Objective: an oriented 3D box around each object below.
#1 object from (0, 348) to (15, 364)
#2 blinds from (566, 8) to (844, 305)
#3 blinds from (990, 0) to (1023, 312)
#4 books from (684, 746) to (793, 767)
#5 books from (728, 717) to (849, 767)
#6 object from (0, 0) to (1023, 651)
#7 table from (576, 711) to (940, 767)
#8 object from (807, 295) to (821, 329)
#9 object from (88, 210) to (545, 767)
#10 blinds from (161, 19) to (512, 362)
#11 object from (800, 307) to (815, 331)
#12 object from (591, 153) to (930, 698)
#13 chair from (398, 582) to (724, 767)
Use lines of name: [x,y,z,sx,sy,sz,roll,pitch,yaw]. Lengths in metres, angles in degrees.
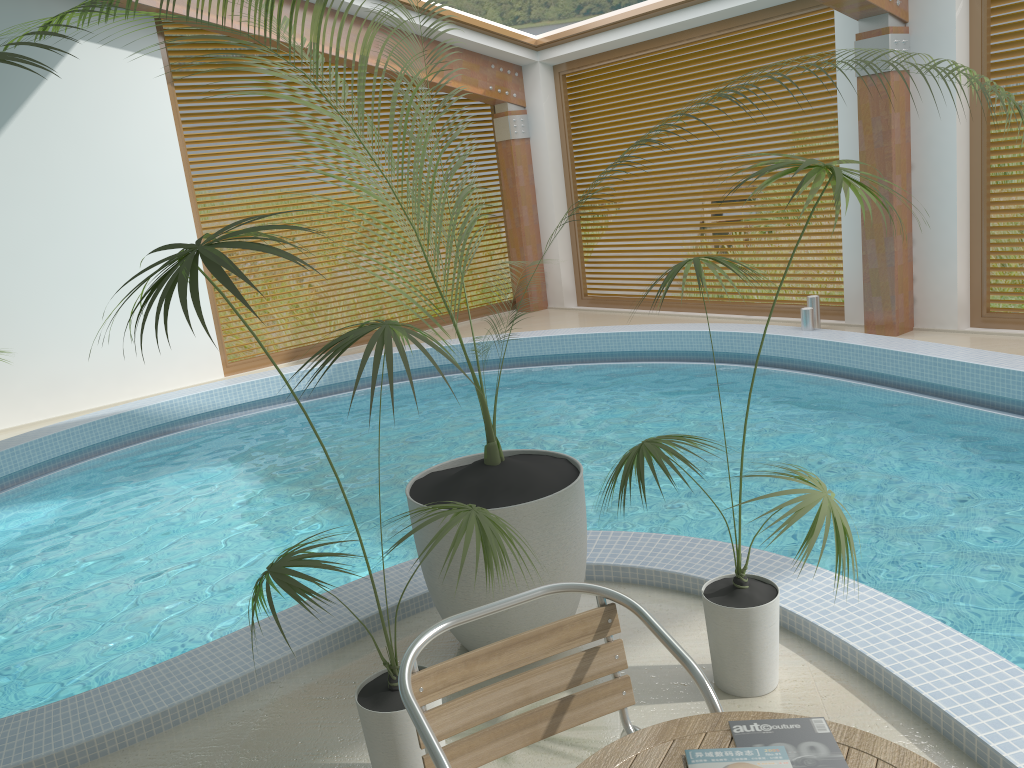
object: [-4.738,-0.058,7.466,1.067,1.310,0.822,-13,14,-24]
blinds: [2.108,-2.301,9.887,0.095,2.921,4.200,-16,16,-36]
blinds: [5.212,-1.776,5.961,0.095,2.921,4.200,-16,16,-36]
books: [0.370,0.644,1.389,0.166,0.004,0.241,-6,13,4]
books: [0.461,0.622,1.458,0.166,0.004,0.241,-6,13,4]
object: [-0.026,-0.454,2.968,2.979,2.960,2.729,-11,14,-19]
table: [0.406,1.026,1.356,0.700,0.720,0.700,-11,13,-17]
object: [2.830,-0.665,8.318,0.115,0.320,0.115,-4,13,12]
object: [-0.439,0.393,2.370,1.059,1.695,0.791,-7,13,-1]
blinds: [-1.918,-2.566,10.658,4.500,4.025,0.099,-16,16,-36]
object: [2.661,-0.590,7.983,0.115,0.204,0.115,-6,13,3]
object: [0.764,0.150,2.787,1.059,1.695,0.791,4,17,39]
chair: [0.125,0.911,1.961,0.618,0.727,0.563,-13,14,-24]
